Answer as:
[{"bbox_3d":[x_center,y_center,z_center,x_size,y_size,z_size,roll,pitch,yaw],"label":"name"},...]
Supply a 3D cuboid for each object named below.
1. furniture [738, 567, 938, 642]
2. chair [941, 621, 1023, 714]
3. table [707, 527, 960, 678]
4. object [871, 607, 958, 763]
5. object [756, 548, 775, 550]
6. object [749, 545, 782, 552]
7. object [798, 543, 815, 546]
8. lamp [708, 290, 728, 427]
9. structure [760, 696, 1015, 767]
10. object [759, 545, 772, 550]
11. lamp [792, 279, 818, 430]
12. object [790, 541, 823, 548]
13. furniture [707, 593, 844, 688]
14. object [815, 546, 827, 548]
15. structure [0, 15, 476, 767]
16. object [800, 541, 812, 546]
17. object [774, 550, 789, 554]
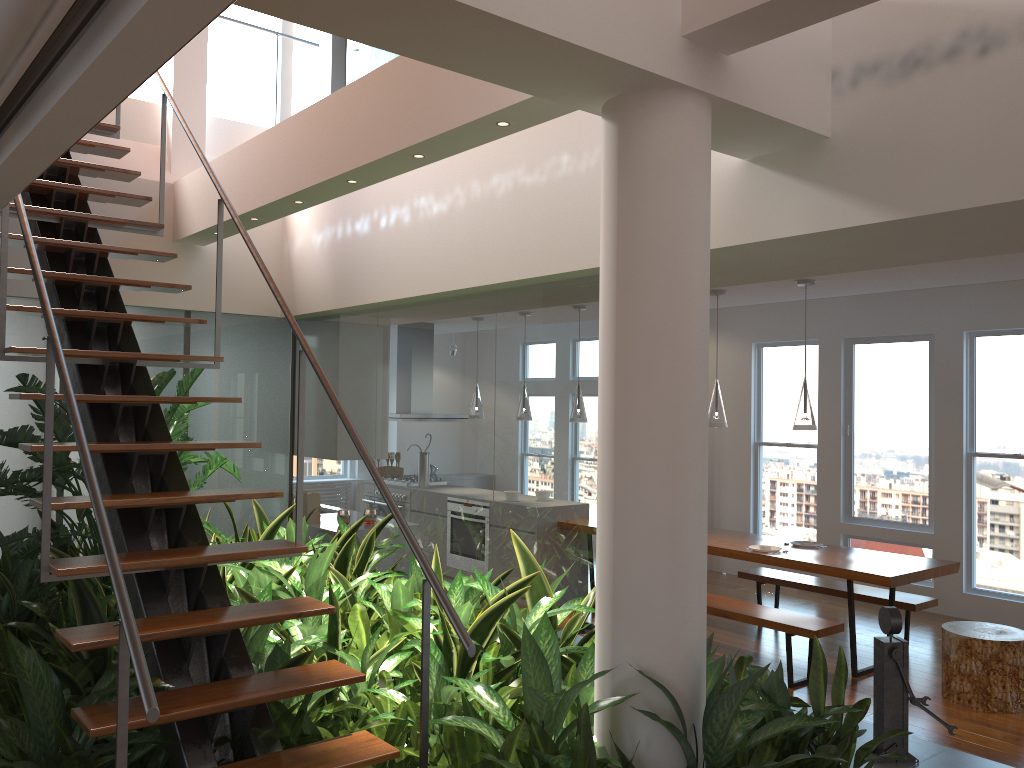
[{"bbox_3d":[2.357,1.673,6.556,0.316,0.389,1.433,2,-2,-39],"label":"furniture"},{"bbox_3d":[2.754,1.635,5.156,0.460,0.400,0.460,2,-2,-29],"label":"chair"},{"bbox_3d":[0.653,1.517,7.758,0.893,0.704,5.996,2,-2,-39],"label":"table"},{"bbox_3d":[1.491,1.123,3.333,0.318,0.565,0.134,1,-1,-3],"label":"object"},{"bbox_3d":[1.737,1.136,6.079,0.124,0.011,0.124,1,-1,-18],"label":"object"},{"bbox_3d":[1.737,1.132,6.079,0.222,0.020,0.222,1,-1,2],"label":"object"},{"bbox_3d":[2.095,1.147,6.307,0.124,0.011,0.124,0,-2,33],"label":"object"},{"bbox_3d":[1.486,-0.218,6.426,0.160,1.060,0.160,1,-1,-12],"label":"lamp"},{"bbox_3d":[-0.510,1.572,3.689,3.088,0.386,5.584,2,-2,-39],"label":"structure"},{"bbox_3d":[1.737,1.125,6.079,0.079,0.030,0.070,1,-1,14],"label":"object"},{"bbox_3d":[1.941,-0.226,5.864,0.160,1.060,0.160,1,-1,-12],"label":"lamp"},{"bbox_3d":[2.095,1.143,6.307,0.222,0.020,0.222,0,-2,43],"label":"object"},{"bbox_3d":[1.430,1.641,5.806,0.316,0.389,1.433,2,-2,-39],"label":"furniture"},{"bbox_3d":[2.172,1.141,6.233,0.158,0.017,0.019,2,-2,-44],"label":"object"},{"bbox_3d":[-1.060,-0.512,4.123,2.552,4.265,4.591,2,-2,-39],"label":"structure"},{"bbox_3d":[2.095,1.137,6.307,0.079,0.030,0.070,1,-1,4],"label":"object"},{"bbox_3d":[1.811,1.133,5.966,0.149,0.014,0.044,2,-2,-40],"label":"object"}]
